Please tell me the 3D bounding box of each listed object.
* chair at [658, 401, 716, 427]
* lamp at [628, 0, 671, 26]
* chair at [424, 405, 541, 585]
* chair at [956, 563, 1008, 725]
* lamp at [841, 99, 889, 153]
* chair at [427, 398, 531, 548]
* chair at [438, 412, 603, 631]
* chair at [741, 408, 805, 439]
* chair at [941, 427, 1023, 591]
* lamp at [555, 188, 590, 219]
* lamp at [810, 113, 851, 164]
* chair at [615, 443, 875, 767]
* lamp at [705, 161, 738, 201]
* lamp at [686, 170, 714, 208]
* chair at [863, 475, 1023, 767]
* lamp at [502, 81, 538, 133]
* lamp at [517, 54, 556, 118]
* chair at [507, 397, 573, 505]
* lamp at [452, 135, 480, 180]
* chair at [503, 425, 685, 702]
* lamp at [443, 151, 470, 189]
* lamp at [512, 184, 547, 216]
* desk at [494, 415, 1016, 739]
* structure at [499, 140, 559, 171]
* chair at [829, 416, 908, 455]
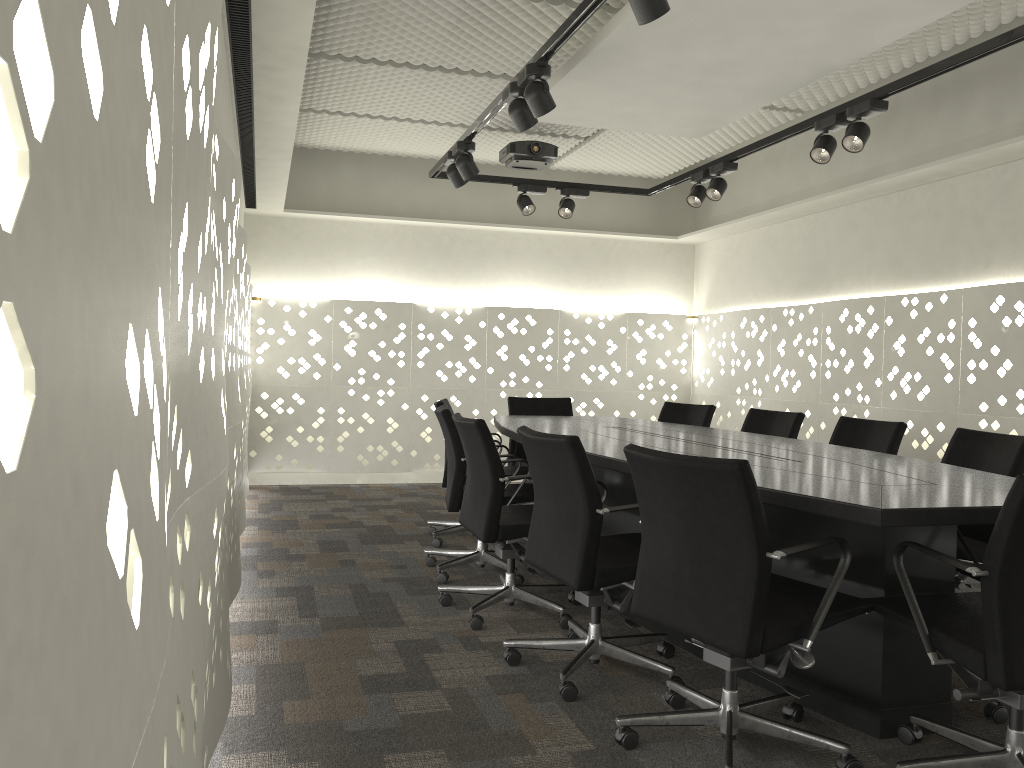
[{"bbox_3d":[0.859,0.488,5.074,0.579,0.757,0.559,1,1,-26],"label":"chair"},{"bbox_3d":[0.363,-1.079,2.406,0.126,0.224,0.213,1,1,-13],"label":"lamp"},{"bbox_3d":[-0.112,0.485,4.063,0.579,0.757,0.559,1,1,-1],"label":"chair"},{"bbox_3d":[1.608,0.561,2.478,0.579,0.757,0.559,2,1,4],"label":"chair"},{"bbox_3d":[1.445,-1.079,3.685,0.126,0.224,0.213,1,1,-13],"label":"lamp"},{"bbox_3d":[-0.178,0.467,4.797,0.579,0.757,0.559,2,1,4],"label":"chair"},{"bbox_3d":[0.017,0.501,3.439,0.579,0.757,0.559,1,1,-11],"label":"chair"},{"bbox_3d":[1.155,0.508,4.457,0.579,0.757,0.559,1,1,-16],"label":"chair"},{"bbox_3d":[1.524,0.545,3.165,0.579,0.757,0.559,1,1,-1],"label":"chair"},{"bbox_3d":[0.379,-1.145,5.566,0.214,0.224,0.118,1,1,-27],"label":"lamp"},{"bbox_3d":[1.384,-1.085,3.900,0.126,0.224,0.213,1,1,-13],"label":"lamp"},{"bbox_3d":[0.567,0.540,2.252,0.579,0.757,0.559,1,1,-26],"label":"chair"},{"bbox_3d":[1.123,-1.111,4.821,0.126,0.224,0.213,1,1,-13],"label":"lamp"},{"bbox_3d":[1.062,-1.117,5.036,0.126,0.224,0.213,1,1,-13],"label":"lamp"},{"bbox_3d":[1.140,0.559,2.038,0.559,0.757,0.579,1,1,-11],"label":"chair"},{"bbox_3d":[0.041,-1.111,3.542,0.126,0.224,0.213,1,1,-13],"label":"lamp"},{"bbox_3d":[0.102,-1.105,3.327,0.126,0.224,0.213,1,1,-13],"label":"lamp"},{"bbox_3d":[0.234,0.465,5.390,0.559,0.757,0.579,1,1,-11],"label":"chair"},{"bbox_3d":[-0.228,-1.138,4.488,0.126,0.224,0.213,1,1,-13],"label":"lamp"},{"bbox_3d":[0.282,0.521,2.797,0.579,0.757,0.559,1,1,-16],"label":"chair"},{"bbox_3d":[-0.289,-1.144,4.703,0.126,0.224,0.213,1,1,-13],"label":"lamp"},{"bbox_3d":[0.108,-1.150,5.479,0.213,0.224,0.126,1,1,-13],"label":"lamp"},{"bbox_3d":[0.696,0.564,3.671,1.223,0.658,3.364,1,1,-16],"label":"desk"},{"bbox_3d":[0.103,-1.495,5.806,0.327,0.144,0.371,1,1,-16],"label":"structure"},{"bbox_3d":[1.374,0.527,3.824,0.579,0.757,0.559,1,1,-11],"label":"chair"}]
